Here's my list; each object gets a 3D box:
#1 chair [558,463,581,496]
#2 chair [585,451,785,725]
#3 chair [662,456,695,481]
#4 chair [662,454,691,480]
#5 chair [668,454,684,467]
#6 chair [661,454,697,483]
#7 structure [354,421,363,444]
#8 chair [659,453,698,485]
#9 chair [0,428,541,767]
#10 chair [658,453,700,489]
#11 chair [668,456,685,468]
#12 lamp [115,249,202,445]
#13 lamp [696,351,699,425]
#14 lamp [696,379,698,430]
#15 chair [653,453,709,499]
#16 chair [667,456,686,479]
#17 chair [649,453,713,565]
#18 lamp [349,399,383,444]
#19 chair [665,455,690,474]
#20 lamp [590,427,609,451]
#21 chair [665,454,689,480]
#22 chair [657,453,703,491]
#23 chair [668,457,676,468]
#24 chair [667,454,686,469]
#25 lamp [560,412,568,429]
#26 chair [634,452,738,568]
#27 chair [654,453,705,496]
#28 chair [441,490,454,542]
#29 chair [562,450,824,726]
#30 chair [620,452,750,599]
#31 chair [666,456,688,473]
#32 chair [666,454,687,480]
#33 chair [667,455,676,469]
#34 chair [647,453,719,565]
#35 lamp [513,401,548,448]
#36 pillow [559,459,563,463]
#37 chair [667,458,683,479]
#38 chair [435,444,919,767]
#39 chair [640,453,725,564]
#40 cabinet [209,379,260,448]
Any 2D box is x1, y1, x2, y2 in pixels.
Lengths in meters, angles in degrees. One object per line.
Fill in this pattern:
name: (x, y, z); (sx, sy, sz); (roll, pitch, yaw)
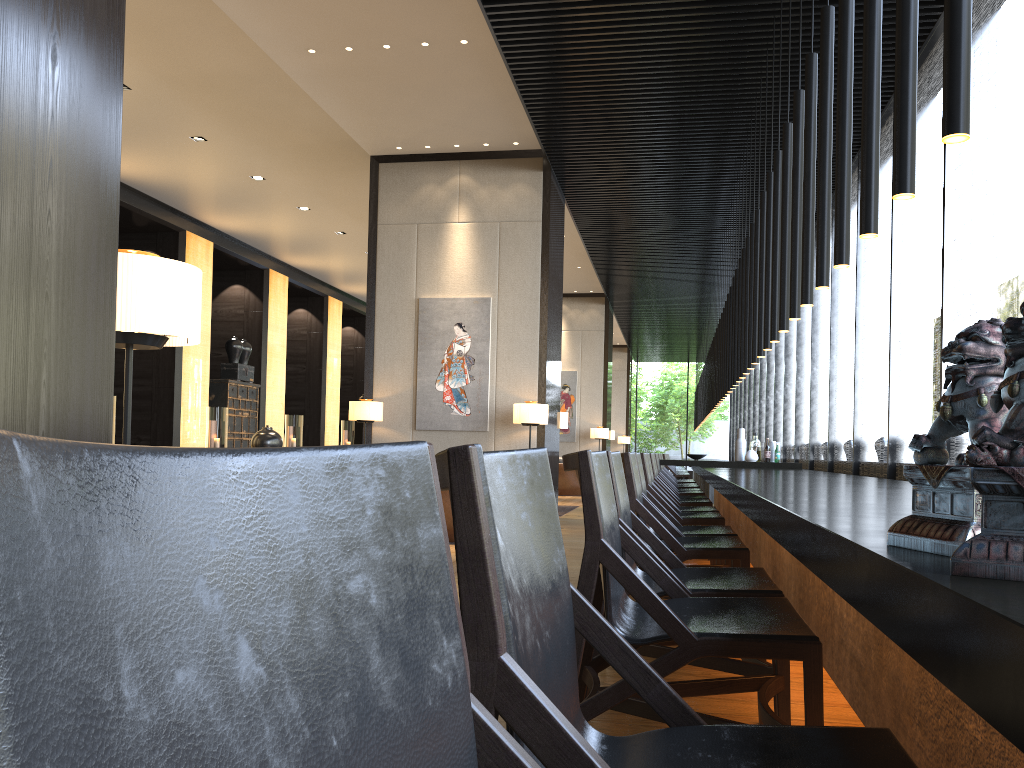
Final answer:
chair: (1.003, 1.784, 16.565); (0.803, 0.603, 0.607); (1, -3, 11)
chair: (0.470, 0.609, 2.522); (0.563, 0.826, 0.526); (1, -2, 10)
chair: (2.199, 1.357, 11.944); (0.563, 0.826, 0.526); (1, -2, 10)
chair: (2.861, 1.643, 15.551); (0.563, 0.826, 0.526); (1, -2, 10)
chair: (4.644, 2.414, 25.266); (0.563, 0.826, 0.526); (1, -2, 10)
chair: (2.096, 1.312, 11.379); (0.563, 0.826, 0.526); (1, -2, 10)
structure: (-1.779, 0.978, 10.800); (0.240, 1.216, 0.240); (1, -1, 10)
chair: (1.913, 1.233, 10.382); (0.563, 0.826, 0.526); (1, -2, 10)
chair: (0.075, 0.438, 0.369); (0.563, 0.826, 0.526); (1, -2, 10)
chair: (1.809, 1.188, 9.817); (0.563, 0.826, 0.526); (1, -2, 10)
chair: (4.347, 2.286, 23.647); (0.563, 0.826, 0.526); (1, -2, 10)
lamp: (-1.098, 0.307, 2.516); (0.375, 1.349, 0.375); (0, -1, 40)
lamp: (5.462, 0.113, 26.010); (0.060, 2.418, 0.060); (1, -1, 15)
lamp: (5.553, 0.153, 26.508); (0.060, 2.418, 0.060); (1, -1, 15)
chair: (1.339, 0.985, 7.259); (0.563, 0.826, 0.526); (1, -2, 10)
chair: (3.753, 2.029, 20.408); (0.563, 0.826, 0.526); (1, -2, 10)
chair: (1.236, 0.940, 6.693); (0.563, 0.826, 0.526); (1, -2, 10)
lamp: (-1.642, 0.846, 9.868); (0.375, 1.346, 0.375); (2, -1, -28)
chair: (2.965, 1.688, 16.117); (0.563, 0.826, 0.526); (1, -2, 10)
lamp: (1.801, 1.560, 18.310); (0.375, 1.349, 0.375); (1, -1, 29)
chair: (3.158, 1.772, 17.170); (0.563, 0.826, 0.526); (1, -2, 10)
chair: (1.626, 1.109, 8.821); (0.563, 0.826, 0.526); (1, -2, 10)
chair: (4.154, 2.202, 22.593); (0.563, 0.826, 0.526); (1, -2, 10)
chair: (4.050, 2.157, 22.028); (0.563, 0.826, 0.526); (1, -2, 10)
lamp: (0.516, 1.005, 11.310); (0.375, 1.349, 0.375); (1, -1, 0)
chair: (0.761, 0.735, 4.109); (0.563, 0.826, 0.526); (1, -2, 10)
chair: (1.522, 1.064, 8.255); (0.563, 0.826, 0.526); (1, -2, 10)
chair: (-0.599, 1.092, 7.839); (0.803, 0.603, 0.607); (1, -3, 11)
chair: (0.366, 0.564, 1.956); (0.563, 0.826, 0.526); (1, -2, 10)
chair: (0.658, 0.690, 3.544); (0.563, 0.826, 0.526); (1, -2, 10)
chair: (3.262, 1.817, 17.736); (0.563, 0.826, 0.526); (1, -2, 10)
chair: (3.455, 1.900, 18.789); (0.563, 0.826, 0.526); (1, -2, 10)
chair: (3.856, 2.074, 20.974); (0.563, 0.826, 0.526); (1, -2, 10)
chair: (1.053, 0.861, 5.697); (0.563, 0.826, 0.526); (1, -2, 10)
lamp: (0.190, 0.863, 9.532); (0.375, 1.349, 0.375); (0, -1, 40)
pillow: (0.986, 1.559, 16.452); (0.399, 0.362, 0.222); (1, -2, 11)
chair: (3.559, 1.945, 19.355); (0.563, 0.826, 0.526); (1, -2, 10)
chair: (0.179, 0.483, 0.934); (0.563, 0.826, 0.526); (1, -2, 10)
chair: (0.949, 0.816, 5.131); (0.563, 0.826, 0.526); (1, -2, 10)
cabinet: (-5.064, 0.924, 15.886); (0.547, 1.920, 1.189); (1, -2, 10)
